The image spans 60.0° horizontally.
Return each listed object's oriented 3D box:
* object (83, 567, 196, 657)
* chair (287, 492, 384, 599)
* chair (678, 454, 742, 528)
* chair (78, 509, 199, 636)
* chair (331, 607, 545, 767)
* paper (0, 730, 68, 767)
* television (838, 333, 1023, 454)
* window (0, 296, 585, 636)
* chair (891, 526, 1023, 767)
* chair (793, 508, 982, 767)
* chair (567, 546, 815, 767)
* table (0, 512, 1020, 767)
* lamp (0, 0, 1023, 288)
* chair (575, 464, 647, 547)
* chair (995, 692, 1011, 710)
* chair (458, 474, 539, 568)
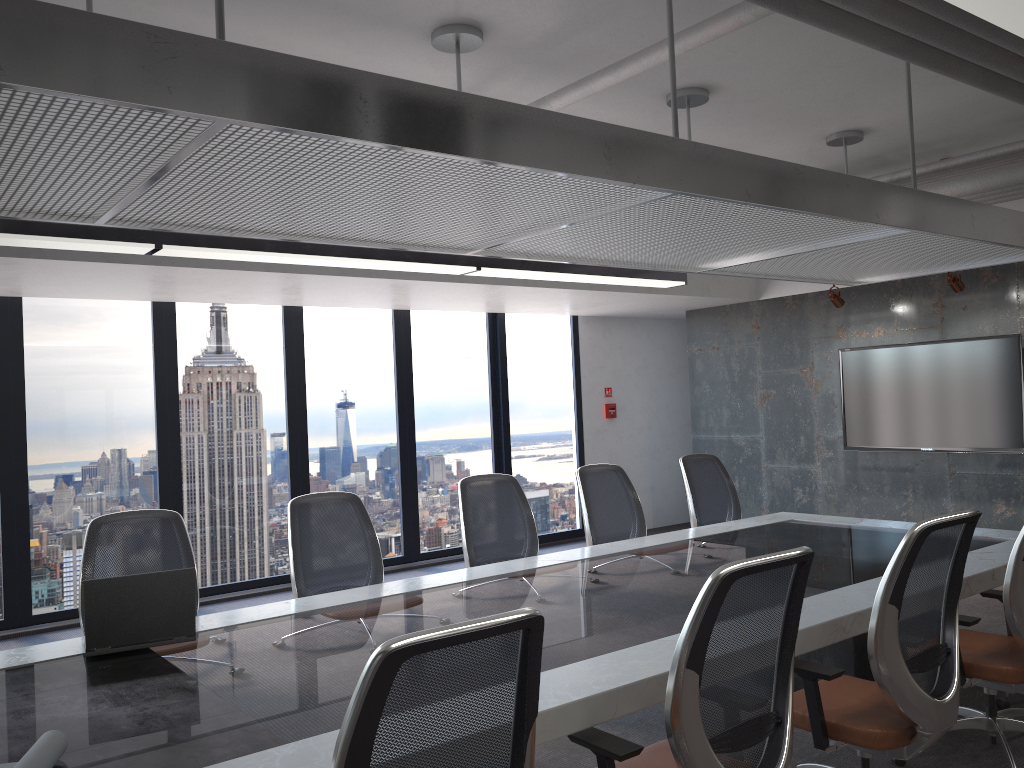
[{"bbox_3d":[-1.380,0.819,3.279,0.366,0.277,0.308,-2,-2,-27],"label":"object"},{"bbox_3d":[-0.714,1.120,4.249,0.828,1.166,0.789,-3,-1,17],"label":"chair"},{"bbox_3d":[1.548,1.059,5.970,0.828,1.166,0.789,-3,-1,17],"label":"chair"},{"bbox_3d":[-1.510,1.144,3.727,0.828,1.166,0.789,-3,-2,27],"label":"chair"},{"bbox_3d":[-0.283,1.047,1.964,0.828,1.166,0.789,-3,-1,17],"label":"chair"},{"bbox_3d":[-1.251,0.891,1.990,0.379,0.069,0.348,-2,-1,-12],"label":"paper"},{"bbox_3d":[4.234,0.063,6.896,0.101,0.960,3.667,-2,-2,-37],"label":"television"},{"bbox_3d":[-2.884,0.521,7.413,9.225,2.670,0.121,-2,-2,-37],"label":"window"},{"bbox_3d":[1.979,0.986,3.686,0.828,1.166,0.789,-3,-1,17],"label":"chair"},{"bbox_3d":[1.225,1.006,3.112,0.828,1.166,0.789,-3,-1,17],"label":"chair"},{"bbox_3d":[0.471,1.027,2.538,0.828,1.166,0.789,-3,-1,17],"label":"chair"},{"bbox_3d":[0.269,1.267,3.677,5.498,0.745,1.898,-2,-2,-37],"label":"table"},{"bbox_3d":[0.092,-1.254,3.676,6.097,0.908,4.126,-2,-2,-37],"label":"lamp"},{"bbox_3d":[0.794,1.079,5.396,0.828,1.166,0.789,-3,-1,17],"label":"chair"},{"bbox_3d":[2.733,0.966,4.260,0.828,1.166,0.789,-3,-1,17],"label":"chair"},{"bbox_3d":[0.068,1.102,4.955,0.828,1.166,0.789,-3,-1,23],"label":"chair"}]
